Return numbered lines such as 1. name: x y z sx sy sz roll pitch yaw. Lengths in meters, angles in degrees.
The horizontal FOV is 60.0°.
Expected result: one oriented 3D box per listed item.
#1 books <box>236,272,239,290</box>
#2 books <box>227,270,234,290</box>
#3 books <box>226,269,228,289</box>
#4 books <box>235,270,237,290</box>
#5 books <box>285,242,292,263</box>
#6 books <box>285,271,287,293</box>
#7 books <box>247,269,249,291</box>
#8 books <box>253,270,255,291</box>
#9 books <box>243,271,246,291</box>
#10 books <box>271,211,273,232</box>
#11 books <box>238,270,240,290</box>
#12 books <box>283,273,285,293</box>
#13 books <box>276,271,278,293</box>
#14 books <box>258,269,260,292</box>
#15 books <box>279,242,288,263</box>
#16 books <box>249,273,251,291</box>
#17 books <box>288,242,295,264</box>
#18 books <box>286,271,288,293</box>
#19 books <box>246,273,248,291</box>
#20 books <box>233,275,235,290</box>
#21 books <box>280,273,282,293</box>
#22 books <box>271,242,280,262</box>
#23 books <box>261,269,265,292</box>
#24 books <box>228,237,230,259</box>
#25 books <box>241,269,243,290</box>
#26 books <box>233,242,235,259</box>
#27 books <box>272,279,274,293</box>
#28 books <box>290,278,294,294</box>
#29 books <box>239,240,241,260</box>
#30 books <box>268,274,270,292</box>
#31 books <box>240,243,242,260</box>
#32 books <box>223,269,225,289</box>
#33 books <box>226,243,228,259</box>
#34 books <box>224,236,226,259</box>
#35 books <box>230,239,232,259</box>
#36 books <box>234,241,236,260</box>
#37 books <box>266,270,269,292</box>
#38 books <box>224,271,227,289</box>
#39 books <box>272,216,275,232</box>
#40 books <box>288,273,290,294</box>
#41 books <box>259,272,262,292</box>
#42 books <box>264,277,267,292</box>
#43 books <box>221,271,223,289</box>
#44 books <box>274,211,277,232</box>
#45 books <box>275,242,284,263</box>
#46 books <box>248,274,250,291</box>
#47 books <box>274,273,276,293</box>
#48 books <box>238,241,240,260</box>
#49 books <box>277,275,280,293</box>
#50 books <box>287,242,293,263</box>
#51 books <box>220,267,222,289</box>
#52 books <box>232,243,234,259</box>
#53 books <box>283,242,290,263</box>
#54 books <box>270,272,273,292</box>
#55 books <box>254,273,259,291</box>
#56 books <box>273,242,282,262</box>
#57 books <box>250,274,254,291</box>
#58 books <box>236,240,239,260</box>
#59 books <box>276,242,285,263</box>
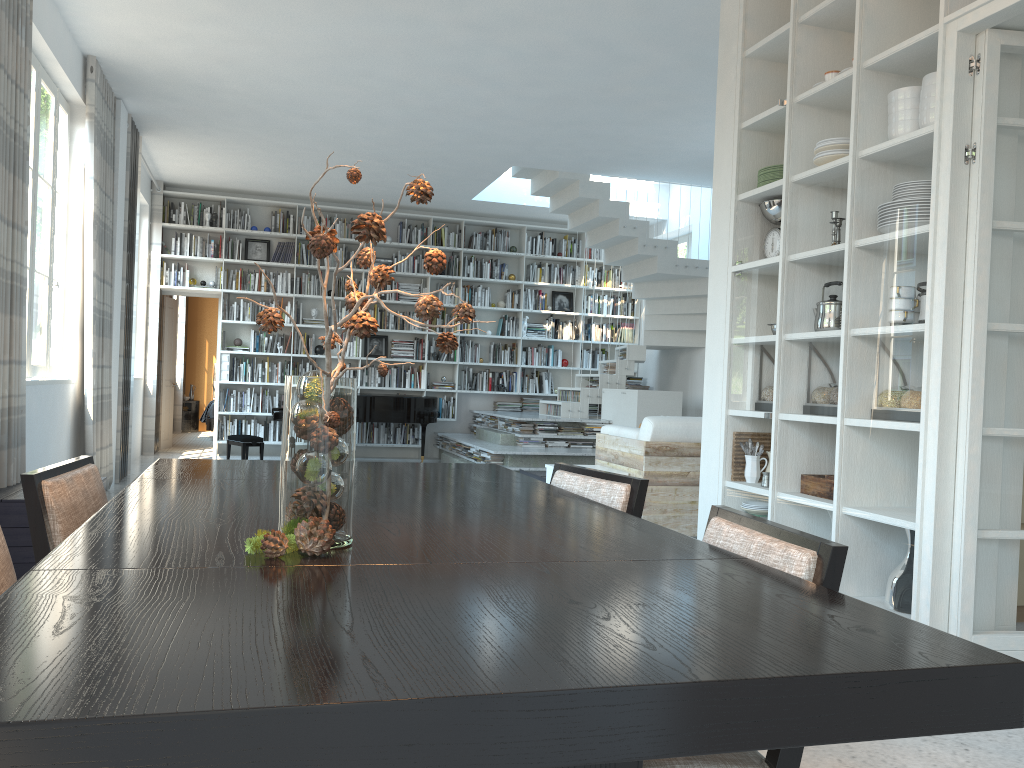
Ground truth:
1. books: -3.371 -1.249 10.892 0.030 0.230 0.172 2 0 -16
2. books: -3.453 -1.266 10.880 0.062 0.258 0.153 2 1 -16
3. books: -3.484 -1.270 10.854 0.012 0.263 0.180 2 0 -16
4. books: -3.391 -1.266 10.890 0.010 0.263 0.151 2 1 -16
5. books: -2.800 -1.620 11.071 0.078 0.285 0.174 2 1 -16
6. books: -2.821 -1.256 11.036 0.012 0.291 0.182 2 0 -16
7. books: -3.253 -1.267 10.935 0.012 0.277 0.150 2 1 -16
8. books: -3.185 -1.262 10.948 0.014 0.273 0.180 2 0 -16
9. books: -3.294 -1.255 10.923 0.047 0.249 0.134 2 1 -16
10. books: -2.983 -1.991 11.003 0.013 0.278 0.151 2 1 -16
11. books: -3.349 -1.259 10.896 0.014 0.252 0.187 2 0 -16
12. books: -2.847 -1.245 11.059 0.024 0.266 0.155 2 1 -16
13. books: -2.922 -1.255 11.019 0.012 0.281 0.188 2 0 -16
14. books: -3.128 -1.275 10.972 0.014 0.304 0.151 2 1 -16
15. books: -2.847 -1.619 11.032 0.097 0.282 0.174 2 0 -16
16. books: -3.228 -1.242 10.938 0.011 0.229 0.170 2 0 -16
17. books: -2.752 -1.618 11.066 0.078 0.285 0.174 2 1 -16
18. books: -2.808 -1.255 11.053 0.022 0.289 0.169 2 1 -16
19. books: -3.267 -1.245 10.936 0.012 0.230 0.149 2 0 -16
20. books: -3.406 -1.233 10.870 0.026 0.195 0.175 2 0 -16
21. books: -2.876 -1.245 11.028 0.022 0.263 0.174 2 0 -16
22. books: -2.945 -1.620 11.015 0.110 0.279 0.174 2 0 -16
23. books: -3.078 -1.264 10.961 0.030 0.286 0.185 2 0 -16
24. books: -3.464 -1.649 10.864 0.006 0.289 0.144 2 1 -16
25. books: -3.316 -1.270 10.898 0.011 0.277 0.164 2 1 -16
26. books: -3.404 -1.611 10.862 0.018 0.219 0.186 2 0 -16
27. books: -2.971 -1.210 11.020 0.022 0.186 0.136 2 0 -16
28. books: -2.739 -1.208 11.044 0.039 0.202 0.236 2 0 -16
29. books: -3.342 -1.627 10.887 0.012 0.255 0.166 2 0 -16
30. books: -3.010 -1.235 10.995 0.013 0.232 0.171 2 0 -16
31. books: -3.329 -1.606 10.883 0.012 0.214 0.185 2 0 -16
32. books: -3.522 -1.267 10.862 0.012 0.254 0.161 2 0 -16
33. books: -3.485 -1.608 10.856 0.015 0.207 0.172 2 0 -16
34. books: -3.504 -1.653 10.835 0.005 0.293 0.184 2 0 -16
35. books: -3.442 -1.634 10.858 0.009 0.260 0.184 2 0 -16
36. books: -3.395 -1.624 10.875 0.019 0.244 0.153 2 0 -16
37. books: -3.030 -1.262 11.000 0.025 0.286 0.161 2 1 -16
38. books: -3.504 -1.255 10.858 0.022 0.232 0.151 2 0 -16
39. books: -2.961 -1.960 10.997 0.028 0.218 0.153 2 0 -16
40. books: -2.780 -1.241 11.058 0.035 0.264 0.177 2 0 -16
41. books: -3.105 -1.258 10.959 0.023 0.271 0.187 2 0 -16
42. books: -3.051 -1.218 10.967 0.029 0.195 0.192 2 0 -16
43. books: -3.535 -1.253 10.814 0.021 0.224 0.231 2 0 -16
44. books: -2.933 -1.990 11.000 0.024 0.280 0.187 2 0 -16
45. books: -2.899 -1.618 11.019 0.110 0.279 0.174 2 0 -16
46. books: -3.238 -1.237 10.928 0.014 0.218 0.164 2 0 -16
47. books: -2.950 -1.246 11.030 0.035 0.260 0.131 2 1 -16
48. books: -3.353 -1.625 10.885 0.011 0.250 0.168 2 0 -16
49. books: -2.902 -1.229 11.021 0.030 0.231 0.172 2 0 -16
50. books: -2.777 -1.619 11.073 0.078 0.285 0.174 2 1 -16
51. books: -3.558 -1.284 10.844 0.010 0.286 0.137 2 1 -16
52. books: -3.428 -1.610 10.892 0.012 0.214 0.132 2 1 -16
53. books: -2.821 -1.621 11.060 0.078 0.285 0.174 2 1 -16
54. books: -2.994 -1.248 11.014 0.029 0.261 0.157 2 1 -16
55. books: -3.158 -1.244 10.961 0.047 0.238 0.162 2 0 -16
56. books: -2.925 -1.619 11.030 0.110 0.279 0.174 2 0 -16
57. books: -3.206 -1.235 10.937 0.031 0.217 0.173 2 0 -16
58. books: -3.367 -1.630 10.872 0.023 0.258 0.183 2 0 -16
59. books: -2.882 -1.618 11.043 0.110 0.279 0.174 2 0 -16
